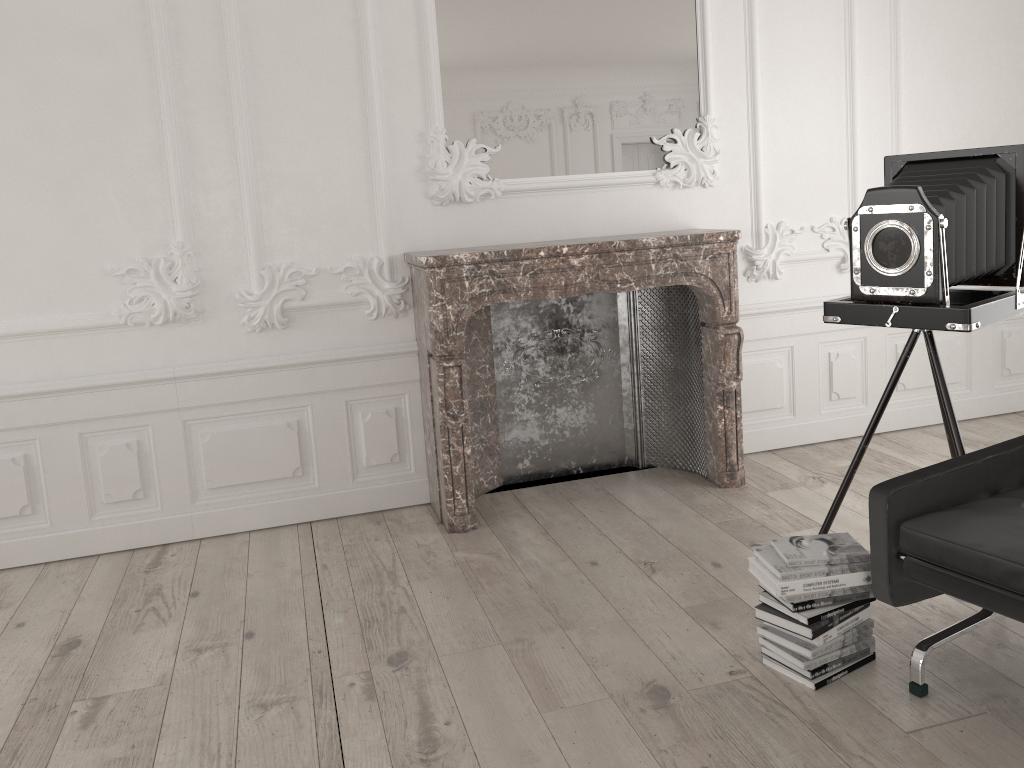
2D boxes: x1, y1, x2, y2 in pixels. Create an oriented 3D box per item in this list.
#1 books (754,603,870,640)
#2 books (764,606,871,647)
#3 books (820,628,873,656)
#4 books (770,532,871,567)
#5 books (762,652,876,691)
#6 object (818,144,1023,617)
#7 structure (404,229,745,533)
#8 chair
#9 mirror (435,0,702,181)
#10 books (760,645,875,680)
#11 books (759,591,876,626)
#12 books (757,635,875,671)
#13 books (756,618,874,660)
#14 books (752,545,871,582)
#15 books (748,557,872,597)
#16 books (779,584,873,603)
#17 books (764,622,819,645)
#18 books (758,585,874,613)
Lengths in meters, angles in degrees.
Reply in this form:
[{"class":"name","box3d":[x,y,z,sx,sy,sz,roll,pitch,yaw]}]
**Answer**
[{"class":"books","box3d":[0.908,0.672,2.670,0.302,0.034,0.200,-13,14,-36]},{"class":"books","box3d":[0.927,0.703,2.690,0.260,0.034,0.200,-12,14,-35]},{"class":"books","box3d":[0.943,0.754,2.692,0.244,0.021,0.173,-10,13,-26]},{"class":"books","box3d":[0.922,0.497,2.658,0.243,0.022,0.174,-4,12,0]},{"class":"books","box3d":[0.932,0.832,2.687,0.278,0.025,0.200,-11,14,-31]},{"class":"object","box3d":[1.542,-0.080,3.225,0.660,1.506,0.714,-11,10,-39]},{"class":"structure","box3d":[0.315,-0.075,4.320,1.547,1.234,0.665,-7,9,-15]},{"class":"chair","box3d":[1.701,0.372,2.348,1.093,0.953,0.980,-9,11,-29]},{"class":"mirror","box3d":[0.287,-1.743,4.318,1.438,1.555,0.009,-6,8,-15]},{"class":"books","box3d":[0.930,0.805,2.691,0.275,0.025,0.200,-10,13,-28]},{"class":"books","box3d":[0.918,0.641,2.663,0.278,0.025,0.200,-10,13,-26]},{"class":"books","box3d":[0.924,0.780,2.689,0.281,0.025,0.200,-9,13,-24]},{"class":"books","box3d":[0.919,0.737,2.683,0.291,0.026,0.207,-11,14,-32]},{"class":"books","box3d":[0.901,0.524,2.655,0.290,0.026,0.208,-5,12,-7]},{"class":"books","box3d":[0.895,0.558,2.652,0.310,0.040,0.201,-6,12,-8]},{"class":"books","box3d":[0.911,0.588,2.665,0.280,0.025,0.201,-6,12,-9]},{"class":"books","box3d":[0.927,0.703,2.690,0.254,0.030,0.195,-12,14,-35]},{"class":"books","box3d":[0.916,0.613,2.666,0.274,0.025,0.201,-7,12,-13]}]
